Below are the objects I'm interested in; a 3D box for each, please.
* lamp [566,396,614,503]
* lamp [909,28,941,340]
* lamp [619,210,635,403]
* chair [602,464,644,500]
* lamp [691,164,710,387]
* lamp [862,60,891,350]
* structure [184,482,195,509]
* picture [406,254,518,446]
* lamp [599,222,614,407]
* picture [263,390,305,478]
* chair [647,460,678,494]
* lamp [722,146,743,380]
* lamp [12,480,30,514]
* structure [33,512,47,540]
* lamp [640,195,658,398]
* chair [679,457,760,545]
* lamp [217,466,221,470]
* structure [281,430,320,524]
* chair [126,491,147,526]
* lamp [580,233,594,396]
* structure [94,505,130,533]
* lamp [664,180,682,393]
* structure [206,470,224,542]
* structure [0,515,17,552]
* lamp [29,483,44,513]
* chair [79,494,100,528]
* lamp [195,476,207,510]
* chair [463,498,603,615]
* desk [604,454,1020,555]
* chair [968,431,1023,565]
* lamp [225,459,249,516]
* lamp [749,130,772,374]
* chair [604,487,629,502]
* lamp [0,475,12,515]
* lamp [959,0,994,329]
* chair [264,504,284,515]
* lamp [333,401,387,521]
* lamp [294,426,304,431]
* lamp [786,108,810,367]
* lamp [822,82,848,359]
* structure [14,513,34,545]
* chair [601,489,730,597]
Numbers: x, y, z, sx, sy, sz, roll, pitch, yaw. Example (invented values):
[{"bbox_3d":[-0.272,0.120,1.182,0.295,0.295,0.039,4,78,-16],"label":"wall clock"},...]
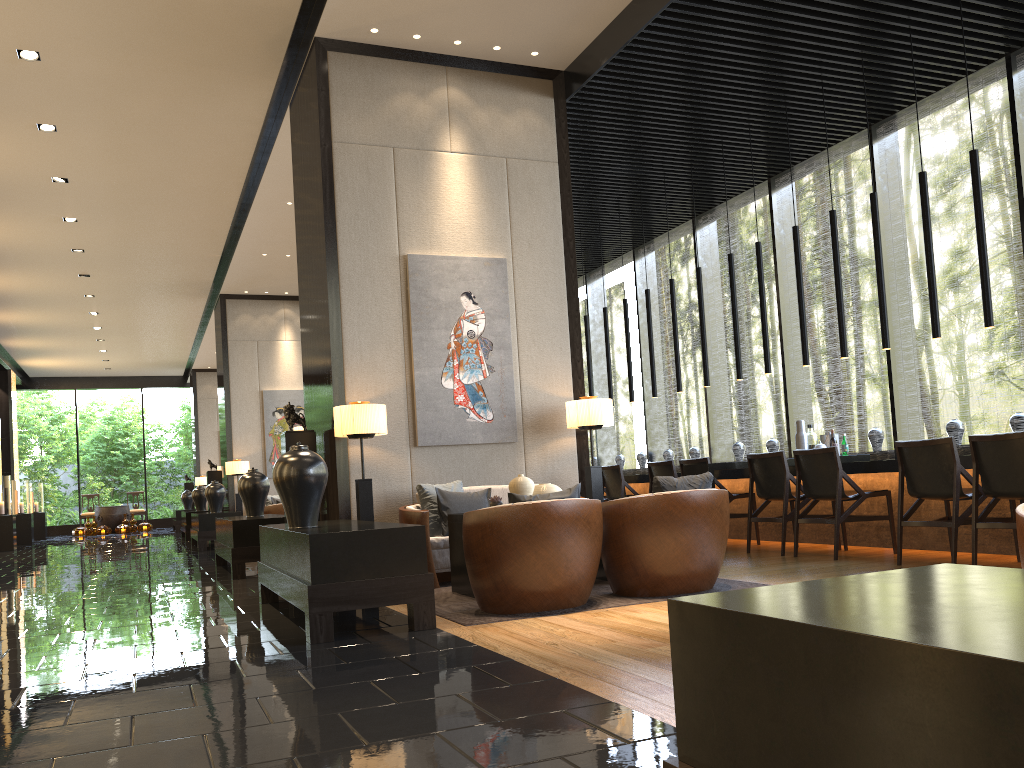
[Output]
[{"bbox_3d":[0.656,0.776,7.077,0.375,1.346,0.376,-4,-3,7],"label":"lamp"},{"bbox_3d":[3.093,-1.538,6.662,0.060,2.413,0.060,-2,-3,-28],"label":"lamp"},{"bbox_3d":[1.380,-0.980,10.762,0.060,2.413,0.060,-2,-3,-28],"label":"lamp"},{"bbox_3d":[1.264,1.289,9.658,0.562,0.824,0.528,-2,-4,-23],"label":"chair"},{"bbox_3d":[1.973,-1.173,9.342,0.060,2.413,0.060,-2,-3,-28],"label":"lamp"},{"bbox_3d":[2.907,-1.477,7.108,0.060,2.413,0.060,-2,-3,-28],"label":"lamp"},{"bbox_3d":[-8.579,3.233,23.571,0.240,1.214,0.241,-2,-3,-23],"label":"structure"},{"bbox_3d":[-0.390,-0.271,7.029,0.834,1.497,0.037,-2,-3,-23],"label":"picture"},{"bbox_3d":[1.184,-0.916,11.229,0.060,2.413,0.060,-2,-3,-28],"label":"lamp"},{"bbox_3d":[-3.830,0.850,15.260,0.834,1.497,0.037,-2,-3,-23],"label":"picture"},{"bbox_3d":[1.654,1.162,8.726,0.562,0.824,0.528,-2,-4,-23],"label":"chair"},{"bbox_3d":[2.185,-1.242,8.835,0.060,2.413,0.060,-2,-3,-28],"label":"lamp"},{"bbox_3d":[-10.627,2.443,19.164,0.336,0.727,0.338,-2,-4,-21],"label":"lamp"},{"bbox_3d":[-11.711,3.506,21.827,0.402,0.656,0.404,-2,-4,-23],"label":"structure"},{"bbox_3d":[1.577,-1.044,10.290,0.060,2.413,0.060,-2,-3,-28],"label":"lamp"},{"bbox_3d":[1.875,1.090,8.197,0.562,0.824,0.528,-2,-4,-23],"label":"chair"},{"bbox_3d":[-5.189,2.148,16.235,0.375,1.346,0.376,-3,-3,-4],"label":"lamp"},{"bbox_3d":[-1.677,0.985,7.056,0.240,1.214,0.241,-2,-3,-23],"label":"structure"},{"bbox_3d":[-10.344,3.497,24.356,0.520,1.073,0.538,-2,-4,-23],"label":"chair"},{"bbox_3d":[0.982,-0.851,11.713,0.060,2.413,0.060,-2,-3,-28],"label":"lamp"},{"bbox_3d":[-10.599,3.598,23.496,0.873,0.708,0.878,0,-6,-34],"label":"structure"},{"bbox_3d":[1.775,-1.109,9.817,0.060,2.413,0.060,-2,-3,-28],"label":"lamp"},{"bbox_3d":[-5.123,2.107,15.303,0.240,1.214,0.241,-2,-3,-23],"label":"structure"},{"bbox_3d":[-9.452,2.770,16.421,0.402,0.656,0.404,-2,-4,-23],"label":"structure"},{"bbox_3d":[-11.757,2.811,21.867,0.336,0.727,0.338,-1,-4,-35],"label":"lamp"},{"bbox_3d":[-11.383,3.512,23.918,0.520,1.073,0.538,-2,-4,-23],"label":"chair"},{"bbox_3d":[-7.953,3.048,22.848,0.375,1.346,0.376,-4,-3,7],"label":"lamp"},{"bbox_3d":[0.158,0.941,4.890,0.803,0.602,0.609,-1,-5,-23],"label":"chair"},{"bbox_3d":[0.517,1.669,12.411,1.779,0.757,28.872,-1,-7,-23],"label":"desk"},{"bbox_3d":[3.097,0.692,5.273,0.562,0.824,0.528,-2,-4,-23],"label":"chair"},{"bbox_3d":[-4.493,1.921,14.571,0.375,1.346,0.376,-3,-3,-4],"label":"lamp"},{"bbox_3d":[2.351,-1.296,8.438,0.060,2.413,0.060,-2,-3,-28],"label":"lamp"},{"bbox_3d":[1.043,1.361,10.188,0.562,0.824,0.528,-2,-4,-23],"label":"chair"},{"bbox_3d":[-9.498,2.075,16.461,0.336,0.727,0.338,-2,-4,-21],"label":"lamp"},{"bbox_3d":[3.265,-1.594,6.252,0.060,2.413,0.060,-2,-3,-28],"label":"lamp"},{"bbox_3d":[-3.255,2.053,13.057,0.803,0.602,0.609,-1,-5,-23],"label":"chair"},{"bbox_3d":[-1.059,0.804,6.355,0.376,1.343,0.375,-5,-4,28],"label":"lamp"},{"bbox_3d":[-1.754,1.045,8.019,0.375,1.315,0.375,-5,-3,21],"label":"lamp"},{"bbox_3d":[2.552,-1.362,7.957,0.060,2.413,0.060,-2,-3,-28],"label":"lamp"},{"bbox_3d":[2.731,-1.420,7.529,0.060,2.413,0.060,-2,-3,-28],"label":"lamp"},{"bbox_3d":[-10.582,3.138,19.124,0.402,0.656,0.404,-2,-4,-23],"label":"structure"},{"bbox_3d":[0.946,0.929,5.222,0.803,0.602,0.609,-1,-5,-23],"label":"chair"}]
